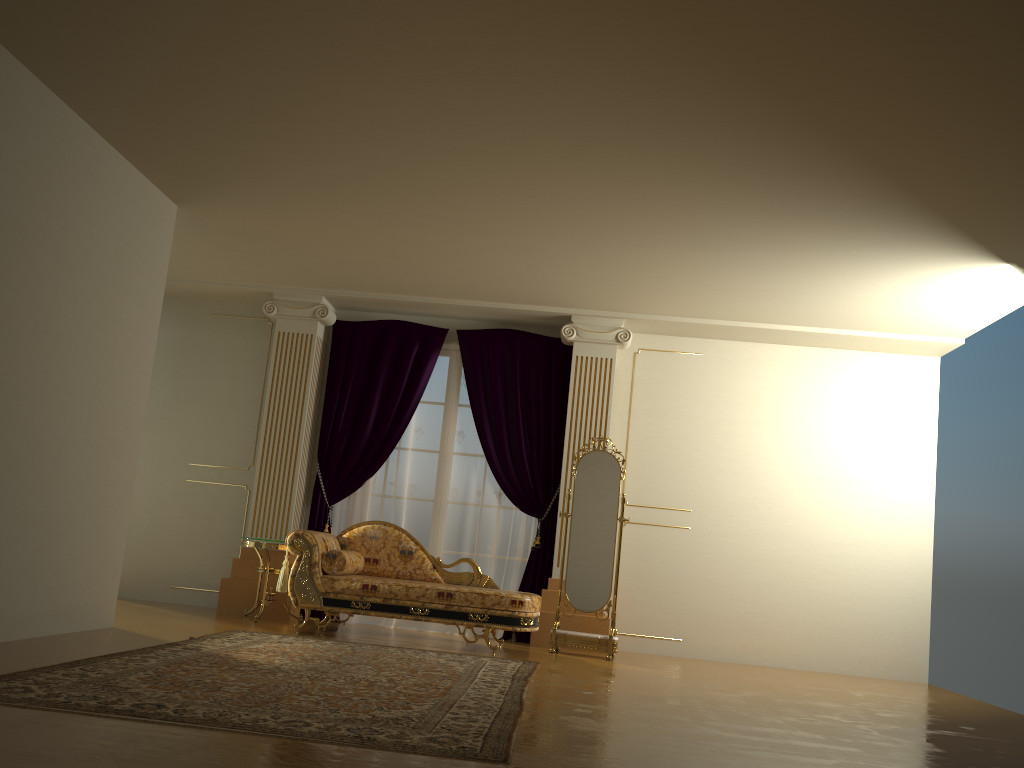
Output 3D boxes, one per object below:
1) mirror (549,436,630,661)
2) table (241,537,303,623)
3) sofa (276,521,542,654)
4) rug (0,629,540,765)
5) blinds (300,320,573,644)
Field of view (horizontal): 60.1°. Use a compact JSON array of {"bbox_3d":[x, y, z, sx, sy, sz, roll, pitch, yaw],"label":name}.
[{"bbox_3d":[0.616,1.232,6.816,0.541,1.683,0.245,4,-8,14],"label":"mirror"},{"bbox_3d":[-1.904,1.564,7.037,0.576,0.637,0.573,13,-12,-40],"label":"table"},{"bbox_3d":[-0.717,1.469,6.564,1.892,0.863,0.701,5,-9,4],"label":"sofa"},{"bbox_3d":[-0.958,1.463,4.498,2.116,0.017,3.114,5,-11,5],"label":"rug"},{"bbox_3d":[-0.637,0.794,7.636,2.234,2.627,0.342,5,-7,5],"label":"blinds"}]
